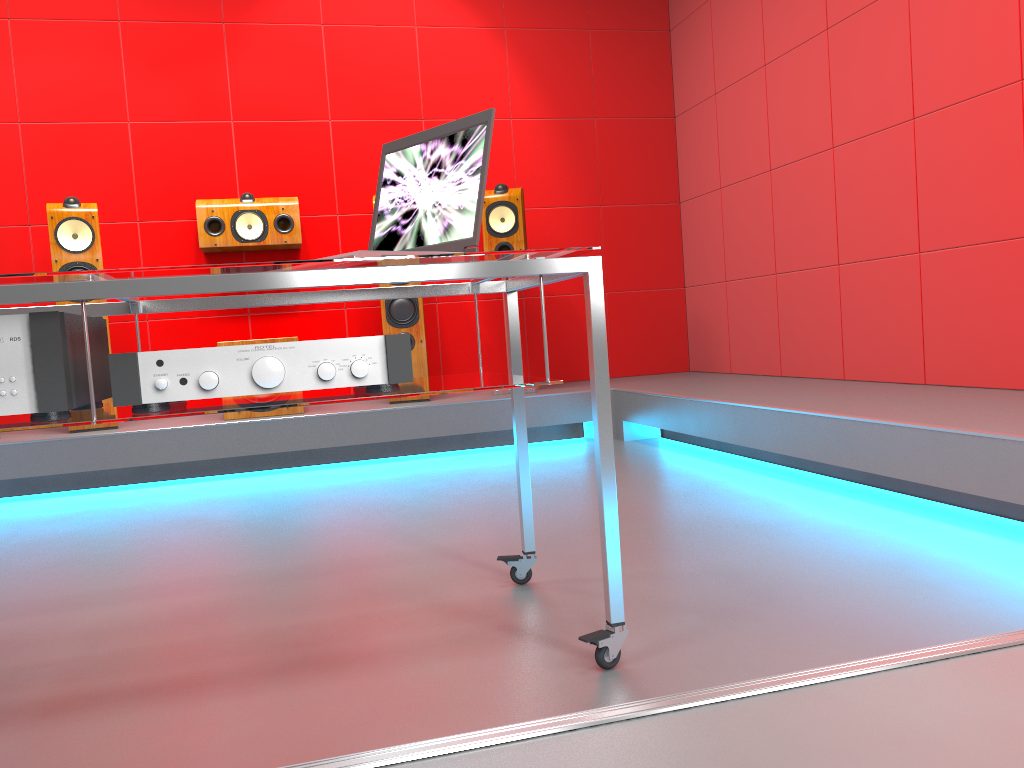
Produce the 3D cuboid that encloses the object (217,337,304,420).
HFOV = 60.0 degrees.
[{"bbox_3d":[-1.200,-0.033,4.255,0.360,0.360,0.360,-5,3,-15],"label":"object"}]

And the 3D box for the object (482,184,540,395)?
[{"bbox_3d":[-0.015,-0.484,4.552,0.231,1.058,0.265,-4,3,5],"label":"object"}]

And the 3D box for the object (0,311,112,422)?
[{"bbox_3d":[-0.888,-0.014,1.375,0.431,0.158,0.371,-5,3,-15],"label":"object"}]

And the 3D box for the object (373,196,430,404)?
[{"bbox_3d":[-0.550,-0.437,4.436,0.203,1.052,0.238,-4,3,-5],"label":"object"}]

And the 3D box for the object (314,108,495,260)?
[{"bbox_3d":[-0.259,-0.349,1.638,0.340,0.285,0.342,-7,5,-44],"label":"object"}]

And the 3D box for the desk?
[{"bbox_3d":[-0.675,0.178,1.507,1.617,0.690,0.594,-5,3,-15],"label":"desk"}]

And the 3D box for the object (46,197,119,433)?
[{"bbox_3d":[-1.957,-0.315,4.046,0.203,1.052,0.238,-6,4,-25],"label":"object"}]

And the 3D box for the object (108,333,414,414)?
[{"bbox_3d":[-0.412,-0.022,1.504,0.435,0.092,0.365,-5,3,-15],"label":"object"}]

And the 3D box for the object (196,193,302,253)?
[{"bbox_3d":[-1.337,-0.829,4.522,0.493,0.271,0.235,-5,3,-15],"label":"object"}]
